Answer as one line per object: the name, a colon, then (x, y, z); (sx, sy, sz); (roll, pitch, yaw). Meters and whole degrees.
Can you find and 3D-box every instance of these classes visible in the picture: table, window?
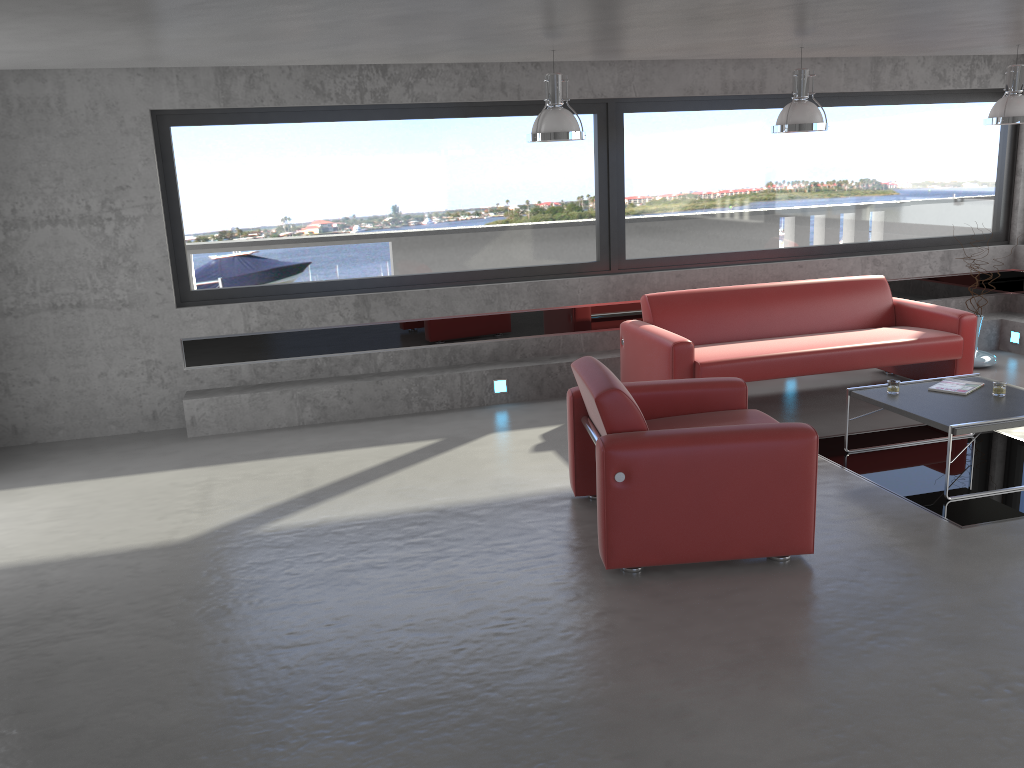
table: (2.792, 0.290, 5.480); (1.018, 0.436, 0.994); (-6, 14, -14)
window: (1.086, -1.753, 7.837); (7.800, 1.364, 0.003); (-6, 14, -14)

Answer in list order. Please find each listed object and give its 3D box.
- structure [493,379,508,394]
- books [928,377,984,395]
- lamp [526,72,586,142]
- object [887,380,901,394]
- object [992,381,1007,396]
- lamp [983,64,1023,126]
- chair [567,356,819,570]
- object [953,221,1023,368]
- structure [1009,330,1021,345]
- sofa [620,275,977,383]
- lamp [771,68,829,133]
structure: (-0.097, 0.020, 7.427); (0.123, 0.123, 0.004); (-6, 14, -14)
books: (2.855, 0.013, 5.696); (0.326, 0.022, 0.228); (-15, 19, -43)
lamp: (0.281, -1.808, 5.794); (0.388, 0.422, 0.389); (-6, 14, -14)
object: (2.423, 0.019, 5.632); (0.079, 0.077, 0.079); (-11, 16, -30)
object: (3.010, 0.030, 5.476); (0.079, 0.077, 0.079); (-4, 14, -6)
lamp: (3.761, -2.169, 6.643); (0.389, 0.422, 0.388); (-9, 15, -24)
chair: (0.928, 0.305, 4.710); (1.130, 0.854, 1.196); (-4, 14, -4)
object: (4.183, -0.807, 7.948); (0.466, 1.289, 0.531); (-3, 14, -1)
structure: (4.788, -0.444, 8.439); (0.004, 0.123, 0.123); (-6, 14, -14)
sofa: (2.279, -0.335, 7.112); (2.626, 0.854, 1.120); (-6, 14, -14)
lamp: (2.021, -1.988, 6.219); (0.388, 0.422, 0.389); (-6, 14, -14)
